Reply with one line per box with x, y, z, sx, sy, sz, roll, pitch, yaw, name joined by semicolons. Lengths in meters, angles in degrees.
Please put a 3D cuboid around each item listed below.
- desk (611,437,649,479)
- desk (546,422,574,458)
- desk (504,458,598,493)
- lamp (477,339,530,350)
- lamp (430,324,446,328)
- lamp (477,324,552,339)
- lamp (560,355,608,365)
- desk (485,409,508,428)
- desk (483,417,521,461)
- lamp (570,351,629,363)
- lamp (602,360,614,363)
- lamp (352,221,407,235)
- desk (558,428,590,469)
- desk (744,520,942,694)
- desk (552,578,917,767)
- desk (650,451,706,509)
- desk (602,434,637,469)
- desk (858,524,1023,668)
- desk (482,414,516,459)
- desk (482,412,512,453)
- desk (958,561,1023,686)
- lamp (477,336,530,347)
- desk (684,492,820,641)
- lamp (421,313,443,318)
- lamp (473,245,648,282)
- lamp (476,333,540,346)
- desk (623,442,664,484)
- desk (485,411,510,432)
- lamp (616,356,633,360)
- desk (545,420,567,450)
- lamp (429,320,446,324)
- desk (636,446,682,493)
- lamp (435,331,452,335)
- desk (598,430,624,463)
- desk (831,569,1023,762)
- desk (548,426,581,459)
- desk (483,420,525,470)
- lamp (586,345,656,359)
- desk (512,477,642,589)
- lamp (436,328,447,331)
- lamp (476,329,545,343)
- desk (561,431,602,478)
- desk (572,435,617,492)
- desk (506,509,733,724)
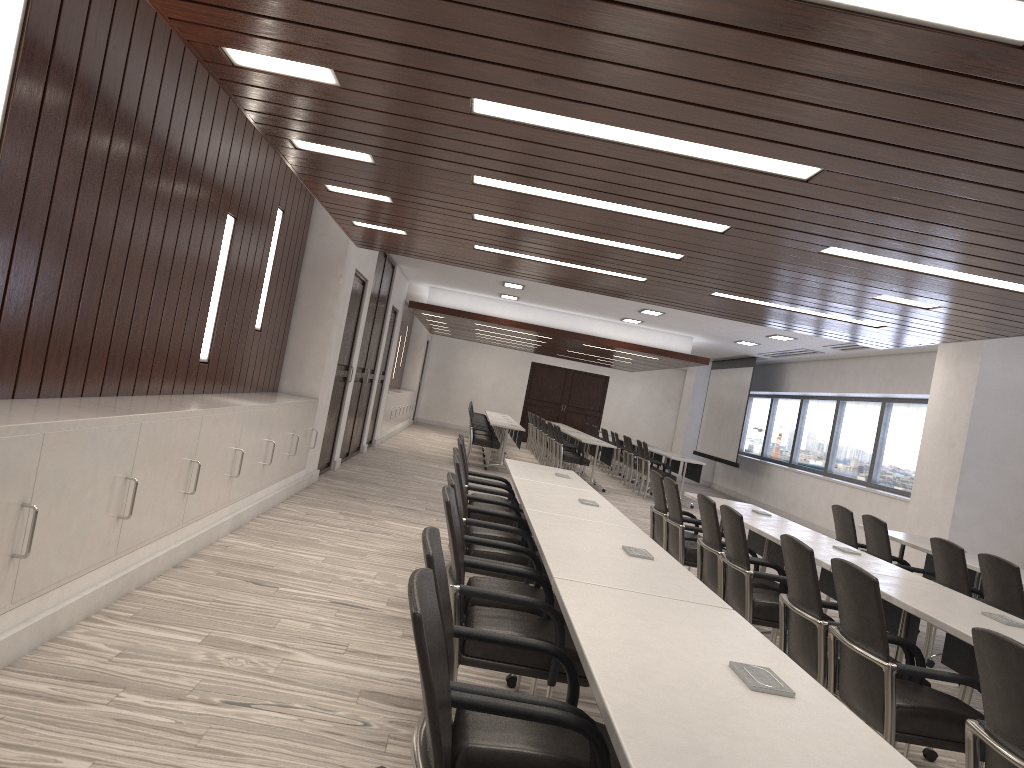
2.607;1.646;19.806;0.577;0.795;1.509;11;-1;-2;desk
1.075;1.371;21.270;0.577;0.795;1.509;11;-1;-2;desk
0.184;1.042;6.559;0.577;0.795;1.509;11;-1;-2;desk
-0.178;-0.996;21.890;1.496;0.045;0.236;11;-1;-2;lamp
-1.596;-1.292;19.411;0.464;0.045;0.236;11;-1;-2;lamp
0.039;-1.013;16.614;1.496;0.045;0.236;11;-1;-2;lamp
1.845;-0.611;21.972;1.496;0.045;0.236;11;-1;-2;lamp
-0.479;1.093;22.732;0.577;0.795;1.509;11;-1;-2;desk
-0.230;1.073;16.652;0.577;0.795;1.509;11;-1;-2;desk
1.944;-0.619;19.554;1.496;0.045;0.236;11;-1;-2;lamp
2.196;-0.559;20.665;0.421;0.046;0.236;11;-1;-2;lamp
-1.105;-1.330;7.424;0.464;0.045;0.236;11;-1;-2;lamp
1.199;1.362;18.225;0.577;0.795;1.509;11;-1;-2;desk
1.737;1.321;5.098;0.577;0.795;1.509;11;-1;-2;desk
0.371;1.027;1.992;0.577;0.795;1.509;11;-1;-2;desk
2.793;1.632;15.250;0.577;0.795;1.509;11;-1;-2;desk
2.544;1.651;21.330;0.577;0.795;1.509;11;-1;-2;desk
3.144;1.605;6.678;0.577;0.795;1.509;11;-1;-2;desk
-0.292;1.078;18.164;0.577;0.795;1.509;11;-1;-2;desk
-0.354;1.083;19.686;0.577;0.795;1.509;11;-1;-2;desk
3.207;1.600;5.157;0.577;0.795;1.509;11;-1;-2;desk
-0.123;-1.000;20.571;1.496;0.045;0.236;11;-1;-2;lamp
1.675;1.325;6.619;0.577;0.795;1.509;11;-1;-2;desk
-1.479;-1.301;16.553;0.464;0.045;0.236;11;-1;-2;lamp
0.413;-1.041;7.485;1.496;0.045;0.236;11;-1;-2;lamp
-0.078;-1.004;19.472;1.496;0.045;0.236;11;-1;-2;lamp
2.669;1.641;18.284;0.577;0.795;1.509;11;-1;-2;desk
-0.417;1.088;21.210;0.577;0.795;1.509;11;-1;-2;desk
2.295;-0.567;18.247;0.421;0.046;0.236;11;-1;-2;lamp
1.012;1.376;22.792;0.577;0.795;1.509;11;-1;-2;desk
-1.542;-1.296;18.092;0.464;0.045;0.236;11;-1;-2;lamp
2.731;1.636;16.772;0.577;0.795;1.509;11;-1;-2;desk
-1.695;-1.285;21.829;0.464;0.045;0.236;11;-1;-2;lamp
2.482;1.656;22.851;0.577;0.795;1.509;11;-1;-2;desk
1.800;1.316;3.573;0.577;0.795;1.509;11;-1;-2;desk
1.137;1.367;19.746;0.577;0.795;1.509;11;-1;-2;desk
-0.168;1.069;15.131;0.577;0.795;1.509;11;-1;-2;desk
2.061;-0.628;16.696;1.496;0.045;0.236;11;-1;-2;lamp
0.246;1.037;5.037;0.577;0.795;1.509;11;-1;-2;desk
-1.641;-1.289;20.510;0.464;0.045;0.236;11;-1;-2;lamp
-0.024;-1.008;18.153;1.496;0.045;0.236;11;-1;-2;lamp
1.261;1.357;16.712;0.577;0.795;1.509;11;-1;-2;desk
1.324;1.352;15.191;0.577;0.795;1.509;11;-1;-2;desk
0.308;1.032;3.513;0.577;0.795;1.509;11;-1;-2;desk
